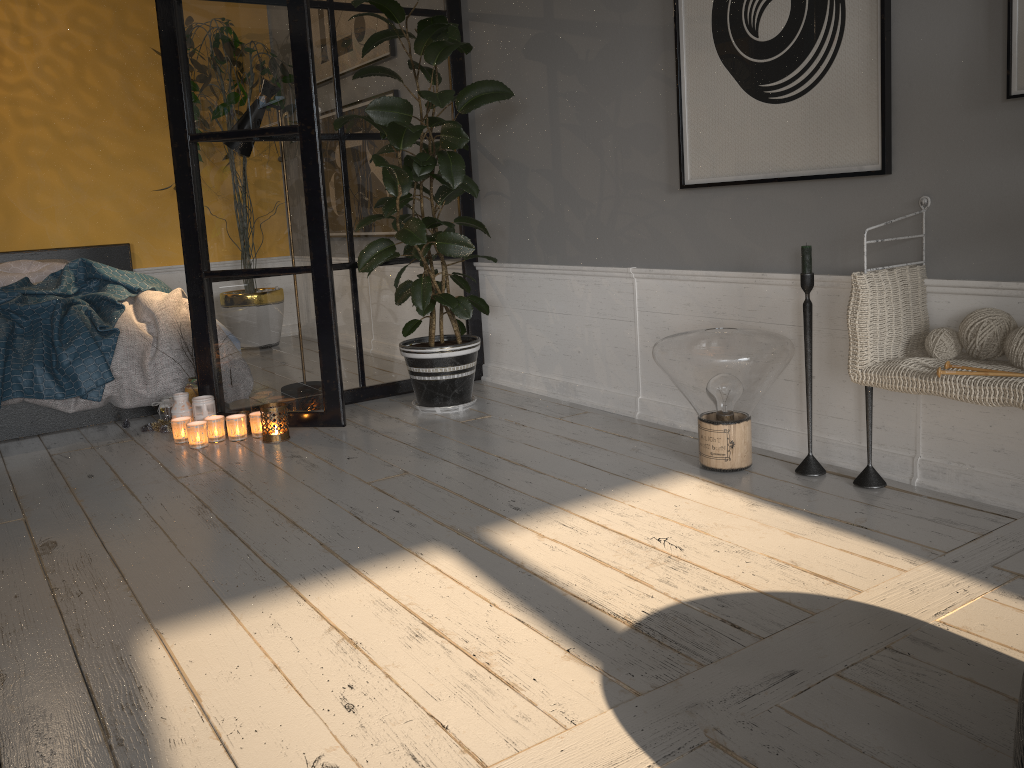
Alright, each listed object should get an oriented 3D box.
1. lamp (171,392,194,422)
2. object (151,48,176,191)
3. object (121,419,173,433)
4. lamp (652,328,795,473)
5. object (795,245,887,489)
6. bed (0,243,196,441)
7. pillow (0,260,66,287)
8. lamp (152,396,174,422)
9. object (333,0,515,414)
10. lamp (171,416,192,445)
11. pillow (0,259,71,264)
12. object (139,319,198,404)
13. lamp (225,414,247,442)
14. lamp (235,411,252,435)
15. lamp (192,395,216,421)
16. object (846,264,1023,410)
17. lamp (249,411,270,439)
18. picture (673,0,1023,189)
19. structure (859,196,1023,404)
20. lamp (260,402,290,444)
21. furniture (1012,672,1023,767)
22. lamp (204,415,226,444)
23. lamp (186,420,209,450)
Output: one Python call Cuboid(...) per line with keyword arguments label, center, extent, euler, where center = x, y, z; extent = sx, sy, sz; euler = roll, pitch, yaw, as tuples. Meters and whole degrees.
Cuboid(label="lamp", center=(-1.364, 0.128, 3.670), extent=(0.092, 0.178, 0.093), euler=(-5, 9, -12))
Cuboid(label="object", center=(-1.799, -1.333, 5.944), extent=(1.252, 2.184, 1.354), euler=(5, 12, 43))
Cuboid(label="object", center=(-1.568, 0.179, 3.818), extent=(0.326, 0.053, 0.088), euler=(1, 11, 20))
Cuboid(label="lamp", center=(0.667, 0.046, 2.789), extent=(0.433, 0.433, 0.436), euler=(-5, 10, -11))
Cuboid(label="object", center=(0.952, -0.064, 2.585), extent=(0.092, 0.694, 0.280), euler=(-10, 10, -40))
Cuboid(label="bed", center=(-2.607, -0.284, 4.589), extent=(1.907, 0.762, 2.336), euler=(-10, 13, -32))
Cuboid(label="pillow", center=(-2.749, -0.583, 4.991), extent=(0.484, 0.225, 0.600), euler=(-1, 11, 16))
Cuboid(label="lamp", center=(-1.494, 0.123, 3.866), extent=(0.096, 0.130, 0.109), euler=(1, 10, 27))
Cuboid(label="object", center=(-1.601, -0.513, 2.875), extent=(3.916, 1.778, 1.016), euler=(-11, 11, -33))
Cuboid(label="lamp", center=(-1.323, 0.188, 3.555), extent=(0.080, 0.098, 0.081), euler=(0, 10, 21))
Cuboid(label="pillow", center=(-2.945, -0.590, 5.348), extent=(0.780, 0.293, 0.530), euler=(-11, 13, -33))
Cuboid(label="object", center=(-1.361, -0.095, 3.927), extent=(0.437, 0.517, 0.281), euler=(-2, 9, 7))
Cuboid(label="lamp", center=(-1.100, 0.177, 3.539), extent=(0.080, 0.098, 0.081), euler=(-2, 9, 7))
Cuboid(label="lamp", center=(-1.101, 0.161, 3.639), extent=(0.063, 0.090, 0.063), euler=(3, 11, 38))
Cuboid(label="lamp", center=(-1.255, 0.137, 3.622), extent=(0.092, 0.165, 0.090), euler=(0, 9, 23))
Cuboid(label="object", center=(1.203, -0.108, 2.067), extent=(0.330, 0.304, 0.789), euler=(-10, 12, -32))
Cuboid(label="lamp", center=(-1.015, 0.166, 3.569), extent=(0.080, 0.098, 0.081), euler=(-2, 9, 7))
Cuboid(label="picture", center=(-0.980, -1.068, 1.780), extent=(4.059, 1.777, 7.334), euler=(-10, 13, -32))
Cuboid(label="structure", center=(1.778, -0.069, 1.229), extent=(0.309, 0.481, 2.791), euler=(-9, 12, -32))
Cuboid(label="lamp", center=(-0.939, 0.153, 3.502), extent=(0.107, 0.139, 0.108), euler=(0, 10, 20))
Cuboid(label="furniture", center=(0.885, 0.472, 0.819), extent=(0.738, 0.353, 0.741), euler=(7, 15, 43))
Cuboid(label="lamp", center=(-1.187, 0.182, 3.541), extent=(0.080, 0.098, 0.081), euler=(-2, 9, 7))
Cuboid(label="lamp", center=(-1.228, 0.201, 3.462), extent=(0.080, 0.098, 0.081), euler=(-2, 9, 7))
